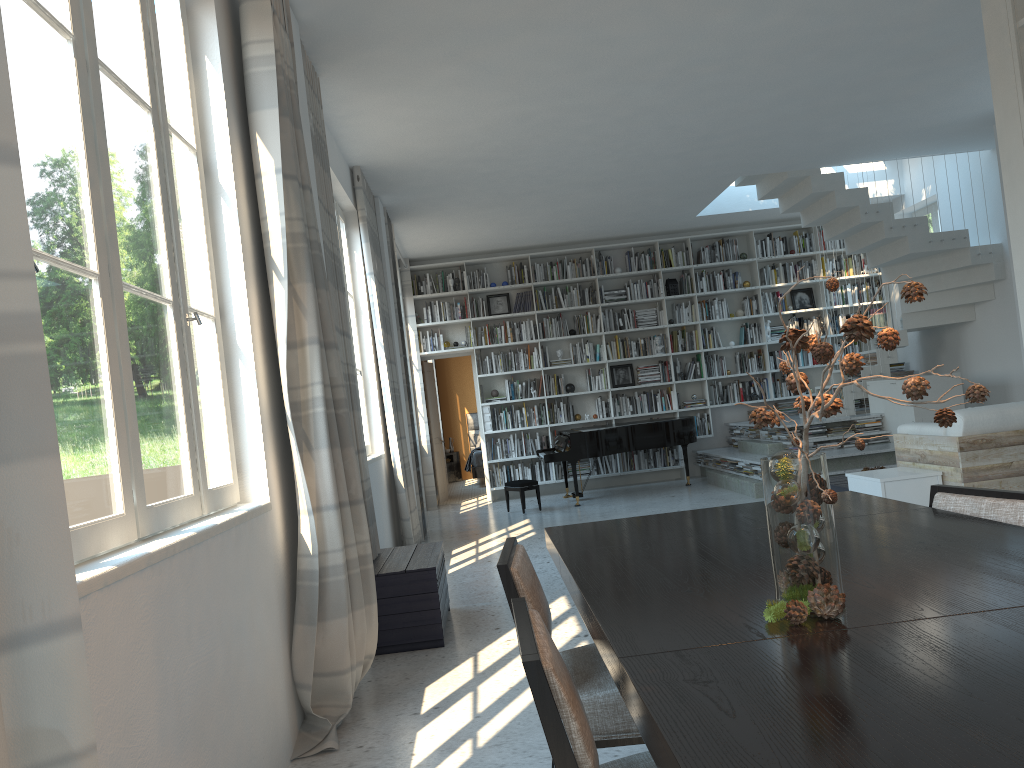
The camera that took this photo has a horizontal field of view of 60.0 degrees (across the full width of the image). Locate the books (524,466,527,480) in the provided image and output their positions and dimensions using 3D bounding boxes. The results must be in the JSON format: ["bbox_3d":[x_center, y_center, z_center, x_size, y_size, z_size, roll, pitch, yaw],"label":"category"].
[{"bbox_3d":[0.176,1.179,11.544,0.021,0.218,0.190,-7,-1,-2],"label":"books"}]

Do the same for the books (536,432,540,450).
[{"bbox_3d":[0.342,0.773,11.578,0.025,0.288,0.130,-7,-1,-2],"label":"books"}]

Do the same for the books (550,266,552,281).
[{"bbox_3d":[0.508,-1.432,11.635,0.012,0.216,0.150,-7,-1,-2],"label":"books"}]

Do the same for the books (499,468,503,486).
[{"bbox_3d":[-0.143,1.211,11.538,0.022,0.226,0.154,-7,-1,-2],"label":"books"}]

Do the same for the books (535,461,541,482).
[{"bbox_3d":[0.338,1.141,11.558,0.027,0.256,0.179,-7,-1,-2],"label":"books"}]

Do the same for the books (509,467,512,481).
[{"bbox_3d":[-0.021,1.200,11.546,0.022,0.221,0.163,-7,-1,-2],"label":"books"}]

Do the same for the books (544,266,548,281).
[{"bbox_3d":[0.440,-1.421,11.600,0.029,0.208,0.178,-7,-1,-2],"label":"books"}]

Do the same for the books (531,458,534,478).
[{"bbox_3d":[0.269,1.123,11.572,0.013,0.310,0.130,-7,-1,-2],"label":"books"}]

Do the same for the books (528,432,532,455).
[{"bbox_3d":[0.235,0.778,11.562,0.013,0.301,0.172,-7,-1,-2],"label":"books"}]

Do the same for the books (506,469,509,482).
[{"bbox_3d":[-0.064,1.213,11.550,0.022,0.205,0.158,-7,-1,-2],"label":"books"}]

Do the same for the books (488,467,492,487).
[{"bbox_3d":[-0.285,1.214,11.545,0.012,0.254,0.161,-7,-1,-2],"label":"books"}]

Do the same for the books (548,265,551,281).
[{"bbox_3d":[0.488,-1.439,11.643,0.025,0.234,0.129,-7,-1,-2],"label":"books"}]

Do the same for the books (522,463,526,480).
[{"bbox_3d":[0.150,1.157,11.544,0.025,0.266,0.159,-7,-1,-2],"label":"books"}]

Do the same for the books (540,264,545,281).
[{"bbox_3d":[0.399,-1.438,11.615,0.023,0.251,0.170,-7,-1,-2],"label":"books"}]

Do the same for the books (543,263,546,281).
[{"bbox_3d":[0.417,-1.440,11.611,0.012,0.250,0.174,-7,-1,-2],"label":"books"}]

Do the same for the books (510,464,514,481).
[{"bbox_3d":[0.001,1.180,11.553,0.027,0.256,0.160,-7,-1,-2],"label":"books"}]

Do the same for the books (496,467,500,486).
[{"bbox_3d":[-0.179,1.206,11.545,0.024,0.246,0.143,-7,-1,-2],"label":"books"}]

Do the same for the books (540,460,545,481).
[{"bbox_3d":[0.400,1.114,11.554,0.021,0.295,0.188,-7,-1,-2],"label":"books"}]

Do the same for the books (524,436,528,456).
[{"bbox_3d":[0.181,0.808,11.574,0.029,0.254,0.153,-7,-1,-2],"label":"books"}]

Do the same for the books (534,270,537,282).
[{"bbox_3d":[0.304,-1.392,11.621,0.024,0.183,0.133,-7,-1,-2],"label":"books"}]

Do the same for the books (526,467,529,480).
[{"bbox_3d":[0.201,1.182,11.544,0.028,0.206,0.171,-7,-1,-2],"label":"books"}]

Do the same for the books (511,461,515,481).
[{"bbox_3d":[0.019,1.155,11.539,0.013,0.300,0.183,-7,-1,-2],"label":"books"}]

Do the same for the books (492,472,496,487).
[{"bbox_3d":[-0.238,1.240,11.520,0.029,0.190,0.176,-7,-1,-2],"label":"books"}]

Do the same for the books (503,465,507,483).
[{"bbox_3d":[-0.089,1.185,11.534,0.023,0.266,0.177,-7,-1,-2],"label":"books"}]

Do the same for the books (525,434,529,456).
[{"bbox_3d":[0.200,0.791,11.577,0.013,0.284,0.139,-7,-1,-2],"label":"books"}]

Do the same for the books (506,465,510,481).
[{"bbox_3d":[-0.045,1.187,11.555,0.022,0.252,0.139,-7,-1,-2],"label":"books"}]

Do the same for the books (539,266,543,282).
[{"bbox_3d":[0.378,-1.420,11.611,0.023,0.220,0.181,-7,-1,-2],"label":"books"}]

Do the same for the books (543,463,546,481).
[{"bbox_3d":[0.416,1.108,11.553,0.012,0.303,0.165,-7,-1,-2],"label":"books"}]

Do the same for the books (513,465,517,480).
[{"bbox_3d":[0.039,1.181,11.560,0.022,0.246,0.135,-7,-1,-2],"label":"books"}]

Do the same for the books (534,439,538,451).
[{"bbox_3d":[0.319,0.818,11.585,0.030,0.203,0.142,-7,-1,-2],"label":"books"}]

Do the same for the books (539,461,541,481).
[{"bbox_3d":[0.370,1.134,11.582,0.040,0.264,0.137,-7,-1,-2],"label":"books"}]

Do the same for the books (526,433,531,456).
[{"bbox_3d":[0.218,0.786,11.566,0.022,0.290,0.137,-7,-1,-2],"label":"books"}]

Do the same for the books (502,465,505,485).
[{"bbox_3d":[-0.106,1.189,11.528,0.013,0.261,0.174,-7,-1,-2],"label":"books"}]

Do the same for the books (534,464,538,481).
[{"bbox_3d":[0.315,1.160,11.560,0.022,0.224,0.141,-7,-1,-2],"label":"books"}]

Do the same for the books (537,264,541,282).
[{"bbox_3d":[0.348,-1.434,11.614,0.031,0.254,0.145,-7,-1,-2],"label":"books"}]

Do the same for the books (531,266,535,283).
[{"bbox_3d":[0.275,-1.417,11.606,0.029,0.237,0.156,-7,-1,-2],"label":"books"}]

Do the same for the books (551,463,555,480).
[{"bbox_3d":[0.527,1.131,11.538,0.017,0.233,0.212,-7,-1,-2],"label":"books"}]

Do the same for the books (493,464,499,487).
[{"bbox_3d":[-0.215,1.186,11.537,0.044,0.293,0.181,-7,-1,-2],"label":"books"}]

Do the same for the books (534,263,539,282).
[{"bbox_3d":[0.320,-1.442,11.633,0.021,0.279,0.141,-7,-1,-2],"label":"books"}]

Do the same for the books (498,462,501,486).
[{"bbox_3d":[-0.165,1.168,11.543,0.011,0.318,0.157,-7,-1,-2],"label":"books"}]

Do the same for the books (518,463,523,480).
[{"bbox_3d":[0.109,1.162,11.542,0.031,0.266,0.186,-7,-1,-2],"label":"books"}]

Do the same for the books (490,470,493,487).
[{"bbox_3d":[-0.266,1.231,11.546,0.023,0.216,0.158,-7,-1,-2],"label":"books"}]

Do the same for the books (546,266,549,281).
[{"bbox_3d":[0.461,-1.423,11.614,0.014,0.207,0.166,-7,-1,-2],"label":"books"}]

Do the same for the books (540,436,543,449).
[{"bbox_3d":[0.383,0.799,11.587,0.030,0.227,0.140,-7,-1,-2],"label":"books"}]

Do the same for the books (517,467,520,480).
[{"bbox_3d":[0.089,1.193,11.567,0.014,0.211,0.146,-7,-1,-2],"label":"books"}]

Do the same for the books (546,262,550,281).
[{"bbox_3d":[0.470,-1.453,11.617,0.010,0.264,0.160,-7,-1,-2],"label":"books"}]

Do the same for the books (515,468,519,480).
[{"bbox_3d":[0.069,1.199,11.536,0.030,0.201,0.168,-7,-1,-2],"label":"books"}]

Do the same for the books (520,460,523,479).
[{"bbox_3d":[0.128,1.141,11.562,0.014,0.304,0.139,-7,-1,-2],"label":"books"}]

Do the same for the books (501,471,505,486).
[{"bbox_3d":[-0.120,1.229,11.545,0.022,0.186,0.145,-7,-1,-2],"label":"books"}]

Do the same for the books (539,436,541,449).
[{"bbox_3d":[0.363,0.794,11.552,0.011,0.239,0.174,-7,-1,-2],"label":"books"}]

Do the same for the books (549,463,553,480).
[{"bbox_3d":[0.501,1.113,11.580,0.027,0.276,0.143,-7,-1,-2],"label":"books"}]

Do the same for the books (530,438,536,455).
[{"bbox_3d":[0.276,0.816,11.565,0.059,0.216,0.177,-7,-1,-2],"label":"books"}]

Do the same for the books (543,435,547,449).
[{"bbox_3d":[0.434,0.789,11.583,0.026,0.236,0.140,-7,-1,-2],"label":"books"}]

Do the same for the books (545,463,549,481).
[{"bbox_3d":[0.456,1.128,11.577,0.065,0.256,0.156,-7,-1,-2],"label":"books"}]

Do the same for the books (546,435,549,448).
[{"bbox_3d":[0.462,0.788,11.575,0.030,0.230,0.151,-7,-1,-2],"label":"books"}]

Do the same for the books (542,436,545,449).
[{"bbox_3d":[0.411,0.794,11.546,0.023,0.228,0.190,-7,-1,-2],"label":"books"}]

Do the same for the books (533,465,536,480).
[{"bbox_3d":[0.293,1.168,11.571,0.024,0.214,0.137,-7,-1,-2],"label":"books"}]

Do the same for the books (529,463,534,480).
[{"bbox_3d":[0.256,1.156,11.540,0.023,0.244,0.188,-7,-1,-2],"label":"books"}]

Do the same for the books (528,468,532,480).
[{"bbox_3d":[0.232,1.187,11.539,0.031,0.188,0.190,-7,-1,-2],"label":"books"}]
